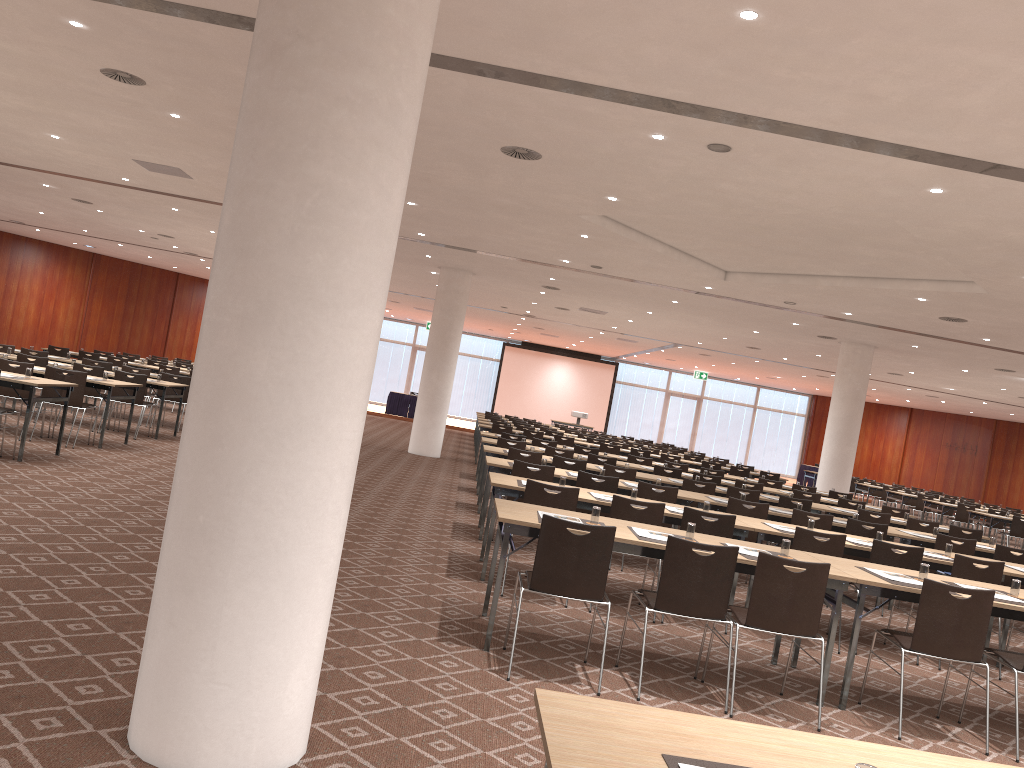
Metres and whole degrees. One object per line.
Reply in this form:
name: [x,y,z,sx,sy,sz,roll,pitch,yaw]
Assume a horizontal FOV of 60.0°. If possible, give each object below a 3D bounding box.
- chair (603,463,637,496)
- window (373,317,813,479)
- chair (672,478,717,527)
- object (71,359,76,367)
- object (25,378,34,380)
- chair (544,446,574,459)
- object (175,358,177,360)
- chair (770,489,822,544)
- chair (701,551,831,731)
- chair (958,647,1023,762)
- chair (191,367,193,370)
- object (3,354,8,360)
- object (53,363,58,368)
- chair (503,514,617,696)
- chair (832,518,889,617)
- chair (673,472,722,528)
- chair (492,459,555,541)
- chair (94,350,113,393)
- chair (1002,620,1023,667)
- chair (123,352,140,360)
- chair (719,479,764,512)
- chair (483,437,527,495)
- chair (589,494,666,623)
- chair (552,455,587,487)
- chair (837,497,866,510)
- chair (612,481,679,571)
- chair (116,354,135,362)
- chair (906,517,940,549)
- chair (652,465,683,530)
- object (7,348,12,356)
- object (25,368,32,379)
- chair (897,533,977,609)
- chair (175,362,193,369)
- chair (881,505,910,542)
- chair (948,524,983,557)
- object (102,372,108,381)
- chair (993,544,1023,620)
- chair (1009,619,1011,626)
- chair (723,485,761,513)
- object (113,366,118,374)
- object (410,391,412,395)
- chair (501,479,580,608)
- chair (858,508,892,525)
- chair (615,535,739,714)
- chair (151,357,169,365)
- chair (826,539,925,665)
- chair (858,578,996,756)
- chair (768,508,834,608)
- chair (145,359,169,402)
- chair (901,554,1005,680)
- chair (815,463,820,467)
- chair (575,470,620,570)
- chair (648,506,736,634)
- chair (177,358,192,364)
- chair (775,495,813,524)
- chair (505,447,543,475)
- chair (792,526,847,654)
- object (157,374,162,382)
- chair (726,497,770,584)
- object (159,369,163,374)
chair: [1.280,1.504,11.408,0.536,0.939,0.613,10,0,-5]
window: [1.929,0.369,39.487,22.963,3.872,0.217,10,0,-3]
chair: [2.291,1.684,11.413,0.536,0.939,0.613,10,0,-5]
object: [-6.699,-0.324,13.549,0.054,0.114,0.054,10,0,-14]
object: [-5.243,-0.057,9.618,0.102,0.001,0.102,10,-1,-14]
chair: [0.623,1.412,13.337,0.536,0.939,0.613,10,0,-4]
object: [-9.456,-0.666,24.928,0.054,0.114,0.054,10,0,-36]
chair: [4.377,2.085,13.555,0.535,0.939,0.614,10,0,-1]
chair: [1.560,1.474,5.337,0.536,0.939,0.613,10,0,-3]
chair: [3.245,1.776,5.451,0.536,0.939,0.613,10,0,-4]
chair: [-7.182,0.110,20.398,0.535,0.939,0.614,10,0,0]
object: [-6.603,-0.333,11.546,0.054,0.114,0.054,10,0,9]
object: [-5.965,-0.218,11.580,0.054,0.114,0.054,10,0,9]
chair: [0.302,1.248,5.279,0.536,0.939,0.614,10,0,-2]
chair: [3.660,1.903,9.475,0.535,0.939,0.614,10,0,0]
chair: [2.837,1.808,13.406,0.535,0.939,0.614,10,0,-2]
chair: [0.143,1.272,9.275,0.536,0.939,0.613,10,0,-3]
chair: [-9.424,-0.289,20.434,0.536,0.939,0.613,10,0,-4]
chair: [4.654,2.055,7.484,0.536,0.939,0.613,10,0,-6]
chair: [-9.630,-0.300,22.427,0.535,0.939,0.614,10,0,-1]
chair: [3.484,1.924,13.471,0.535,0.939,0.614,10,0,-2]
chair: [-0.083,1.286,13.346,0.536,0.939,0.614,10,0,-2]
chair: [0.937,1.388,7.310,0.536,0.939,0.613,10,0,-3]
chair: [0.642,1.388,11.301,0.536,0.939,0.613,10,0,-4]
chair: [5.028,2.201,13.508,0.536,0.939,0.613,10,0,-5]
chair: [1.435,1.505,9.413,0.536,0.939,0.613,10,0,-5]
chair: [-8.858,-0.190,20.320,0.535,0.939,0.614,10,0,0]
chair: [5.213,2.208,11.592,0.536,0.939,0.613,10,0,-5]
chair: [2.251,1.704,13.455,0.536,0.939,0.613,10,0,-5]
object: [-7.653,-0.495,13.501,0.054,0.114,0.054,10,0,-36]
object: [-5.247,-0.116,9.622,0.054,0.114,0.054,10,0,-14]
chair: [4.633,2.078,9.562,0.535,0.939,0.614,10,0,-1]
chair: [-8.291,-0.062,22.349,0.536,0.939,0.613,10,0,-5]
chair: [5.726,2.326,13.576,0.535,0.939,0.614,10,0,-2]
chair: [5.770,2.308,11.576,0.535,0.939,0.614,10,0,0]
object: [-5.322,-0.103,11.608,0.054,0.114,0.054,10,0,9]
chair: [5.228,2.184,9.513,0.535,0.939,0.614,10,0,-2]
chair: [5.873,2.300,9.578,0.536,0.939,0.613,10,0,-5]
chair: [2.870,1.789,11.482,0.536,0.939,0.613,10,0,-5]
object: [-6.068,-0.210,13.581,0.054,0.114,0.054,10,0,-14]
object: [-3.720,0.329,32.560,0.054,0.114,0.054,10,0,9]
chair: [0.249,1.266,7.313,0.535,0.939,0.614,10,0,-1]
chair: [4.561,2.091,11.519,0.536,0.939,0.613,10,0,-3]
chair: [1.025,1.378,5.347,0.536,0.939,0.613,10,0,-5]
chair: [-8.913,-0.172,22.401,0.535,0.939,0.614,10,0,-1]
chair: [3.111,1.779,7.489,0.535,0.939,0.614,10,0,-2]
chair: [2.593,1.660,5.463,0.535,0.939,0.614,10,0,0]
chair: [3.059,1.795,9.412,0.535,0.939,0.614,10,0,-2]
chair: [-8.198,-0.070,20.432,0.536,0.939,0.613,10,0,-4]
chair: [3.770,1.897,7.478,0.536,0.939,0.613,10,0,-4]
chair: [11.747,3.538,33.803,0.535,0.939,0.614,10,0,-2]
chair: [0.815,1.393,9.342,0.535,0.939,0.614,10,0,-1]
chair: [1.526,1.495,7.373,0.535,0.939,0.614,10,0,-1]
chair: [-9.781,-0.275,26.365,0.536,0.939,0.613,10,0,-5]
chair: [3.522,1.904,11.436,0.536,0.939,0.613,10,0,-4]
chair: [0.079,1.288,11.309,0.536,0.939,0.613,10,0,-6]
chair: [2.423,1.655,7.380,0.536,0.939,0.613,10,0,-5]
object: [-5.414,-0.093,13.605,0.054,0.114,0.054,10,0,-14]
chair: [2.393,1.676,9.415,0.535,0.939,0.614,10,0,0]
object: [-6.160,-0.201,15.576,0.054,0.114,0.054,10,0,-14]
